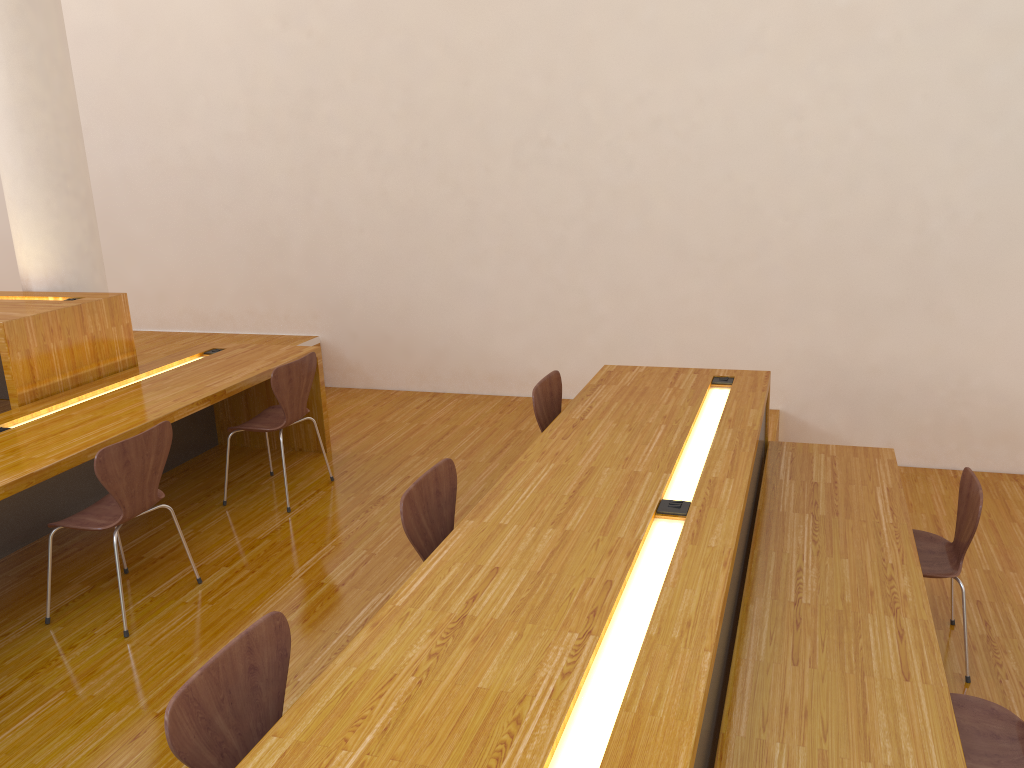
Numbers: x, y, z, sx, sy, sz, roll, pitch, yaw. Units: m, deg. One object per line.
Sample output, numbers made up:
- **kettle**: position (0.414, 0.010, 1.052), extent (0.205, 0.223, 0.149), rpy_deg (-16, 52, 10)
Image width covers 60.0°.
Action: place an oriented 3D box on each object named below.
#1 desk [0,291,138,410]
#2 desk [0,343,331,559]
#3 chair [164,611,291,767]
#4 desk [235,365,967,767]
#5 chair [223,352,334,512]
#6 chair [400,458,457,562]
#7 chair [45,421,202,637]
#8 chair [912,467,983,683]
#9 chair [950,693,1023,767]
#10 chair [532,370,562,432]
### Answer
- **desk**: position (-3.588, -0.145, 4.783), extent (3.185, 0.606, 0.760), rpy_deg (3, 16, 18)
- **desk**: position (-1.902, 0.487, 3.624), extent (0.760, 0.606, 3.185), rpy_deg (3, 16, 18)
- **chair**: position (-0.385, 0.869, 1.784), extent (0.381, 0.693, 0.428), rpy_deg (3, 16, 18)
- **desk**: position (0.554, 0.802, 2.652), extent (1.285, 0.918, 3.236), rpy_deg (3, 16, 18)
- **chair**: position (-1.173, 0.208, 4.343), extent (0.381, 0.693, 0.428), rpy_deg (3, 16, 18)
- **chair**: position (-0.077, 0.614, 2.670), extent (0.381, 0.693, 0.428), rpy_deg (3, 16, 18)
- **chair**: position (-1.492, 0.503, 3.311), extent (0.381, 0.693, 0.428), rpy_deg (3, 16, 18)
- **chair**: position (1.528, 0.681, 3.358), extent (0.381, 0.693, 0.428), rpy_deg (3, 16, 18)
- **chair**: position (1.209, 0.976, 2.326), extent (0.381, 0.693, 0.428), rpy_deg (3, 16, 18)
- **chair**: position (0.314, 0.323, 3.677), extent (0.381, 0.693, 0.428), rpy_deg (3, 16, 18)
